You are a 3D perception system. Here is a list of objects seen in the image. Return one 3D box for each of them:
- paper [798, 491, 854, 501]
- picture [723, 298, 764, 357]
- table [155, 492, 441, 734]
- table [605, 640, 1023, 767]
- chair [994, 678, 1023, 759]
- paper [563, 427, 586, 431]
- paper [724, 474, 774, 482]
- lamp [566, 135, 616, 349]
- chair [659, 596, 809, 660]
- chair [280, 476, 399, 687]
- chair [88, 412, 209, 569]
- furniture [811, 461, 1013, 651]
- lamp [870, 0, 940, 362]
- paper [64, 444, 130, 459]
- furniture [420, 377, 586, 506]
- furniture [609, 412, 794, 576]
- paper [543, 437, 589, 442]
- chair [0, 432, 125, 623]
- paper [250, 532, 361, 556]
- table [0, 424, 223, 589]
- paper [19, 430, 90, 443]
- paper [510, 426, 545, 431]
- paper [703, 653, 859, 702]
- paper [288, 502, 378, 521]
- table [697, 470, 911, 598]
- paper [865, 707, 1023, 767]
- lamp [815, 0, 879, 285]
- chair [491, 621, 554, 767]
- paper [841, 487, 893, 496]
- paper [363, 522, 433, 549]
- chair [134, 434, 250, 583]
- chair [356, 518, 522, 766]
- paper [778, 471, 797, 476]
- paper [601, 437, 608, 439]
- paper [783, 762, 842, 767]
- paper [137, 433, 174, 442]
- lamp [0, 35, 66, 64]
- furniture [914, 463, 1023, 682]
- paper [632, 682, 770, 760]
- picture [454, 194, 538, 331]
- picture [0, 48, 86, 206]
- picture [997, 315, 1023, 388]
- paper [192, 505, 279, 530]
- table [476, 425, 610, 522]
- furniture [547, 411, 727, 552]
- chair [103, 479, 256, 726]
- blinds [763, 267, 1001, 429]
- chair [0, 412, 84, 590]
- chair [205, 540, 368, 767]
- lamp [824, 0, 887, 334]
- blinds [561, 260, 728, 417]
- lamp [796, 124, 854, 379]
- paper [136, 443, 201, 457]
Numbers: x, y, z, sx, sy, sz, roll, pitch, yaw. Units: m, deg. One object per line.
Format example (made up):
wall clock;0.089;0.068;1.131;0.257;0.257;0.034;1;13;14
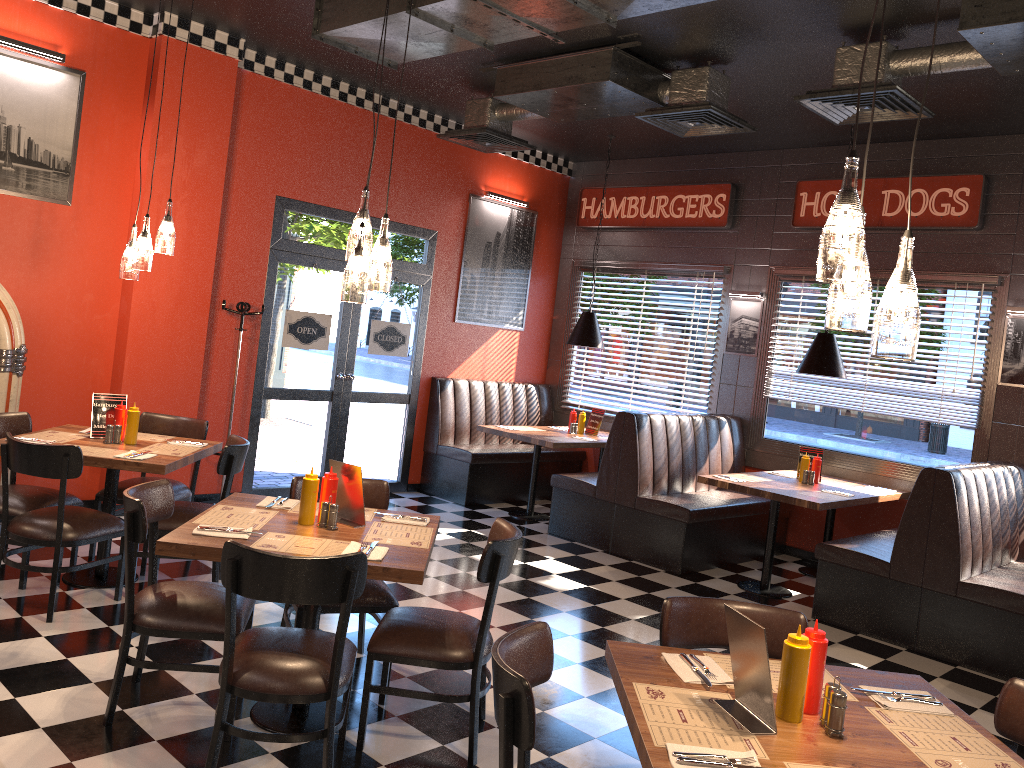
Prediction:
paper;2.245;0.802;6.356;0.364;0.001;0.262;4;4;-45
picture;2.179;-0.537;8.339;0.352;0.536;0.012;8;1;44
table;-0.847;0.972;3.651;0.960;0.773;0.958;7;2;-1
table;0.725;1.241;2.210;0.960;0.773;0.958;7;2;-1
chair;1.221;1.250;2.266;0.544;0.867;0.487;7;1;-4
paper;0.633;0.458;9.056;0.364;0.001;0.262;4;5;-45
paper;1.826;0.724;6.846;0.364;0.001;0.262;4;4;-44
lamp;0.828;-1.377;8.547;0.382;2.043;0.382;7;1;2
chair;0.679;1.159;2.727;0.486;0.867;0.545;7;1;-1
chair;-0.810;0.902;4.131;0.485;0.867;0.546;6;1;-23
chair;-2.265;0.645;5.606;0.487;0.867;0.544;7;1;8
furniture;2.890;1.079;6.338;0.708;1.153;1.706;8;3;44
lamp;1.066;-1.036;2.199;0.108;1.964;0.109;6;1;-35
paper;-2.243;0.356;4.700;0.365;0.001;0.261;7;3;-2
furniture;-0.023;0.572;9.157;0.708;1.153;1.706;8;3;44
furniture;1.686;0.869;7.503;0.708;1.153;1.706;8;3;44
paper;0.491;0.500;7.985;0.262;0.001;0.364;10;4;41
chair;-2.327;0.697;4.546;0.487;0.867;0.544;7;1;18
paper;-0.773;0.608;3.337;0.365;0.001;0.261;7;3;0
table;-2.315;0.718;5.035;0.960;0.773;0.958;7;2;-1
paper;-2.582;0.297;5.012;0.261;0.001;0.366;7;3;1
paper;0.111;0.426;8.496;0.262;0.001;0.364;10;4;44
paper;0.760;0.837;2.537;0.365;0.001;0.261;7;3;-3
paper;-0.799;0.569;3.977;0.365;0.001;0.261;7;3;-3
table;2.268;1.164;6.909;0.959;0.773;1.688;9;3;44
paper;1.086;0.894;2.207;0.261;0.001;0.366;7;3;-3
lamp;0.916;-1.225;2.164;0.108;1.964;0.108;7;1;16
chair;0.167;1.124;2.251;0.545;0.867;0.486;7;1;8
paper;2.773;0.834;6.911;0.262;0.001;0.364;10;4;44
paper;-0.466;0.626;3.682;0.261;0.001;0.366;7;3;-2
chair;-1.820;0.731;5.034;0.544;0.867;0.487;7;1;-14
chair;-0.278;0.995;3.608;0.544;0.867;0.487;7;1;3
paper;2.399;0.760;7.426;0.262;0.001;0.364;10;4;41
paper;1.058;0.536;8.571;0.364;0.001;0.262;4;4;-45
paper;0.795;0.878;1.868;0.365;0.001;0.261;7;3;-3
paper;-2.266;0.315;5.369;0.365;0.001;0.261;7;3;-2
lamp;-3.569;-2.254;5.546;0.081;0.056;1.441;9;4;44
furniture;3.394;1.166;5.849;0.708;1.153;1.706;8;3;44
paper;0.450;0.820;2.174;0.261;0.001;0.366;7;3;0
picture;-0.150;-1.247;9.283;0.016;1.300;1.021;7;2;44
picture;-3.650;-1.752;5.571;0.023;0.939;1.766;7;2;44
picture;3.888;-0.240;6.685;0.352;0.536;0.012;8;1;44
paper;-1.130;0.548;3.651;0.261;0.001;0.366;7;3;-2
table;0.551;0.865;8.571;0.959;0.773;1.688;9;3;44
furniture;1.181;0.781;7.992;0.708;1.153;1.706;8;3;44
chair;-1.332;0.870;3.593;0.544;0.867;0.487;7;1;-9
blinds;3.033;-0.352;7.494;1.875;1.205;0.100;9;2;44
chair;-2.769;0.621;4.956;0.545;0.867;0.486;7;1;8
chair;-0.790;0.960;3.132;0.486;0.867;0.545;7;1;-6
lamp;0.976;-1.111;2.273;0.108;1.964;0.108;7;1;-4
blinds;1.294;-0.437;9.153;1.875;1.634;0.099;9;2;44
lamp;2.533;-1.081;6.897;0.383;2.043;0.381;7;1;25
paper;-1.946;0.373;5.034;0.261;0.001;0.366;7;3;-2
